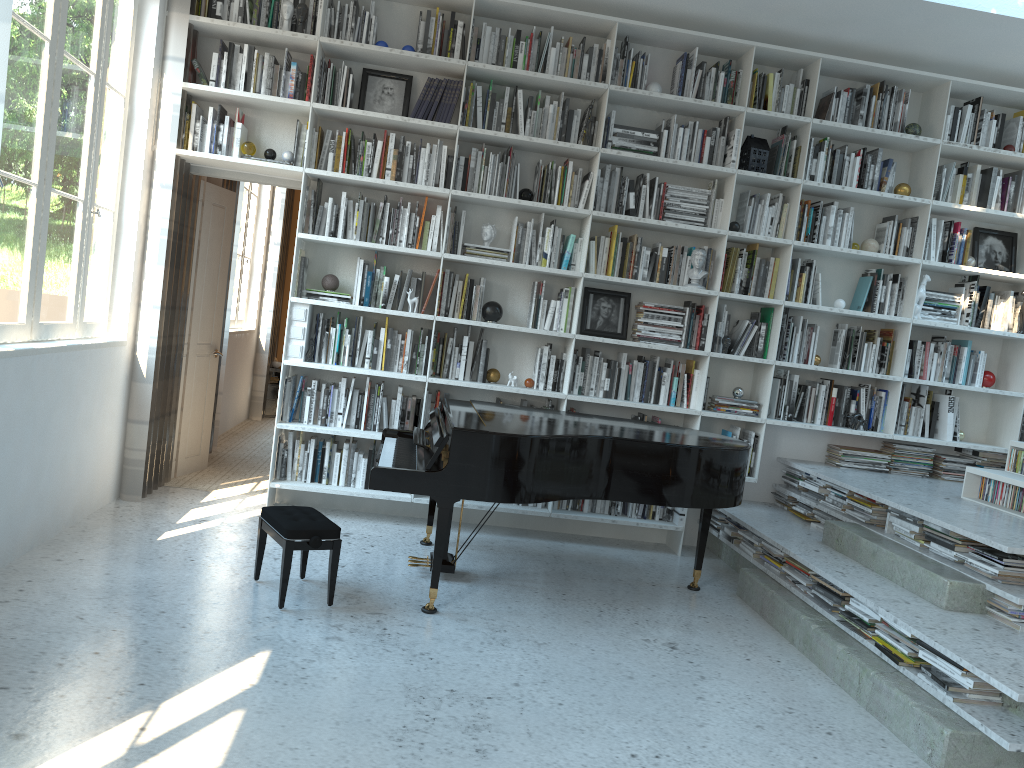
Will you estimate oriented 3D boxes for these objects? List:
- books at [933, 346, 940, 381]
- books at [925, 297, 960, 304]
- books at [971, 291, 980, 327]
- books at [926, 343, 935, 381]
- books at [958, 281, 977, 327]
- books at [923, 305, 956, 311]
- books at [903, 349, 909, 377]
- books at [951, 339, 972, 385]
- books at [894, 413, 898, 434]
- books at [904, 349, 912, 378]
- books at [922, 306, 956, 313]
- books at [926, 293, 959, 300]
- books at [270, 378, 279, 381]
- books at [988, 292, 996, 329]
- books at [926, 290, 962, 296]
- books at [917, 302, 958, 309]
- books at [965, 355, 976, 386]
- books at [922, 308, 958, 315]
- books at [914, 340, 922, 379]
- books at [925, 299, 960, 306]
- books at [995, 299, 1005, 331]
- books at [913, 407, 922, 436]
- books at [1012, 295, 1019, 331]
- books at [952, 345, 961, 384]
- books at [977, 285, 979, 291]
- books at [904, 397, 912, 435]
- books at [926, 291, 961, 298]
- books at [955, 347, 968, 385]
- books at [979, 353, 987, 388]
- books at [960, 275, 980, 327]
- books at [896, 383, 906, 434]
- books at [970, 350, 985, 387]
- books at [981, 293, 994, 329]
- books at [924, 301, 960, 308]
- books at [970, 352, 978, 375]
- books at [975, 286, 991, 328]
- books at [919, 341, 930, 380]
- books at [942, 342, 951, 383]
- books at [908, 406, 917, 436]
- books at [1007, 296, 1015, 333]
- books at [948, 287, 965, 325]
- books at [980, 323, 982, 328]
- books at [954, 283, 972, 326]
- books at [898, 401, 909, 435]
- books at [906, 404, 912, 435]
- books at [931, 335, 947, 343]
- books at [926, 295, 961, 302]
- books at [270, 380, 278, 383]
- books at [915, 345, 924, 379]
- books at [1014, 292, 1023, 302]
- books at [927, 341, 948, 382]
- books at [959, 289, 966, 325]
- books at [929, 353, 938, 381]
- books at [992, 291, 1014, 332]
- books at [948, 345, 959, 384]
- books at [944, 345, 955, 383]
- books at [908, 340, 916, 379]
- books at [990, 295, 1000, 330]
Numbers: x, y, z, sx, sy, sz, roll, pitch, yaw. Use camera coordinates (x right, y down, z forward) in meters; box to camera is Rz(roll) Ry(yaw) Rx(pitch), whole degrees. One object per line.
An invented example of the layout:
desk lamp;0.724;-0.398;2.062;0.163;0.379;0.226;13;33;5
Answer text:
books;2.712;-0.137;5.771;0.012;0.229;0.179;7;4;-7
books;2.722;-0.542;5.735;0.285;0.012;0.159;7;4;-12
books;2.953;-0.480;5.758;0.030;0.237;0.179;7;4;-7
books;2.667;-0.148;5.767;0.026;0.239;0.177;7;4;-7
books;2.928;-0.514;5.745;0.011;0.300;0.184;7;4;-7
books;2.712;-0.495;5.750;0.254;0.012;0.160;7;4;-7
books;2.503;-0.141;5.747;0.023;0.186;0.159;7;4;-7
books;2.910;-0.142;5.781;0.026;0.290;0.181;7;4;-7
books;2.479;0.209;5.796;0.033;0.213;0.139;7;4;-7
books;2.525;-0.137;5.747;0.022;0.184;0.162;7;4;-7
books;2.712;-0.482;5.740;0.254;0.012;0.160;7;4;-12
books;2.724;-0.566;5.740;0.254;0.012;0.160;7;4;-5
books;-2.599;-0.060;9.451;0.133;0.022;0.189;11;5;44
books;3.094;-0.471;5.803;0.031;0.250;0.133;7;4;-7
books;2.728;-0.590;5.739;0.285;0.012;0.159;7;4;-5
books;2.717;-0.507;5.738;0.254;0.012;0.160;7;4;-2
books;2.941;-0.094;5.792;0.030;0.201;0.189;7;4;-7
books;2.710;-0.471;5.747;0.285;0.012;0.159;7;4;-9
books;2.590;-0.161;5.760;0.024;0.247;0.143;7;4;-7
books;2.720;-0.531;5.743;0.285;0.012;0.159;7;4;-5
books;3.148;-0.445;5.803;0.025;0.213;0.155;7;4;-7
books;2.611;0.241;5.796;0.024;0.185;0.149;7;4;-7
books;3.237;-0.455;5.804;0.024;0.255;0.145;7;4;-7
books;2.863;-0.131;5.799;0.012;0.254;0.160;7;4;-7
books;2.976;-0.500;5.776;0.013;0.280;0.131;7;4;-7
books;2.542;0.203;5.780;0.015;0.244;0.156;7;4;-7
books;2.726;-0.578;5.740;0.285;0.012;0.159;7;4;-9
books;2.883;-0.122;5.776;0.023;0.244;0.189;7;4;-7
books;3.030;-0.094;5.810;0.027;0.223;0.170;7;4;-7
books;2.941;-0.532;5.744;0.010;0.339;0.179;7;4;-7
books;2.509;0.156;5.794;0.013;0.327;0.130;7;4;-7
books;3.006;-0.104;5.805;0.025;0.236;0.181;7;4;-7
books;3.064;-0.469;5.781;0.031;0.242;0.147;7;4;-7
books;2.718;-0.519;5.742;0.285;0.012;0.159;7;4;-10
books;2.973;-0.100;5.811;0.037;0.219;0.139;7;4;-7
books;3.013;-0.495;5.768;0.059;0.282;0.167;7;4;-7
books;2.634;-0.154;5.748;0.045;0.246;0.185;7;4;-7
books;2.768;-0.145;5.758;0.012;0.262;0.186;7;4;-7
books;2.584;0.236;5.799;0.030;0.188;0.139;7;4;-7
books;3.205;-0.450;5.787;0.041;0.239;0.176;7;4;-7
books;2.869;-0.499;5.757;0.012;0.254;0.160;7;4;-7
books;3.044;-0.491;5.799;0.010;0.278;0.128;7;4;-7
books;2.913;-0.510;5.771;0.012;0.285;0.159;7;4;-7
books;2.520;0.215;5.789;0.023;0.214;0.163;7;4;-7
books;2.558;0.221;5.795;0.025;0.210;0.137;7;4;-7
books;2.757;-0.166;5.772;0.013;0.299;0.147;7;4;-7
books;2.723;-0.554;5.741;0.285;0.012;0.159;7;4;-5
books;-2.598;-0.034;9.454;0.128;0.030;0.182;8;4;15
books;2.606;-0.146;5.751;0.011;0.223;0.162;7;4;-7
books;3.312;-0.461;5.827;0.029;0.284;0.138;7;4;-7
books;2.736;-0.145;5.750;0.028;0.255;0.191;7;4;-7
books;2.884;-0.495;5.776;0.023;0.247;0.137;7;4;-7
books;2.691;-0.115;5.761;0.027;0.182;0.186;7;4;-7
books;3.177;-0.469;5.779;0.021;0.271;0.191;7;4;-7
books;2.828;-0.132;5.769;0.014;0.249;0.177;7;4;-7
books;2.806;-0.134;5.786;0.026;0.247;0.165;7;4;-7
books;2.555;-0.163;5.745;0.047;0.244;0.177;7;4;-7
books;3.122;-0.460;5.806;0.028;0.235;0.129;7;4;-7
